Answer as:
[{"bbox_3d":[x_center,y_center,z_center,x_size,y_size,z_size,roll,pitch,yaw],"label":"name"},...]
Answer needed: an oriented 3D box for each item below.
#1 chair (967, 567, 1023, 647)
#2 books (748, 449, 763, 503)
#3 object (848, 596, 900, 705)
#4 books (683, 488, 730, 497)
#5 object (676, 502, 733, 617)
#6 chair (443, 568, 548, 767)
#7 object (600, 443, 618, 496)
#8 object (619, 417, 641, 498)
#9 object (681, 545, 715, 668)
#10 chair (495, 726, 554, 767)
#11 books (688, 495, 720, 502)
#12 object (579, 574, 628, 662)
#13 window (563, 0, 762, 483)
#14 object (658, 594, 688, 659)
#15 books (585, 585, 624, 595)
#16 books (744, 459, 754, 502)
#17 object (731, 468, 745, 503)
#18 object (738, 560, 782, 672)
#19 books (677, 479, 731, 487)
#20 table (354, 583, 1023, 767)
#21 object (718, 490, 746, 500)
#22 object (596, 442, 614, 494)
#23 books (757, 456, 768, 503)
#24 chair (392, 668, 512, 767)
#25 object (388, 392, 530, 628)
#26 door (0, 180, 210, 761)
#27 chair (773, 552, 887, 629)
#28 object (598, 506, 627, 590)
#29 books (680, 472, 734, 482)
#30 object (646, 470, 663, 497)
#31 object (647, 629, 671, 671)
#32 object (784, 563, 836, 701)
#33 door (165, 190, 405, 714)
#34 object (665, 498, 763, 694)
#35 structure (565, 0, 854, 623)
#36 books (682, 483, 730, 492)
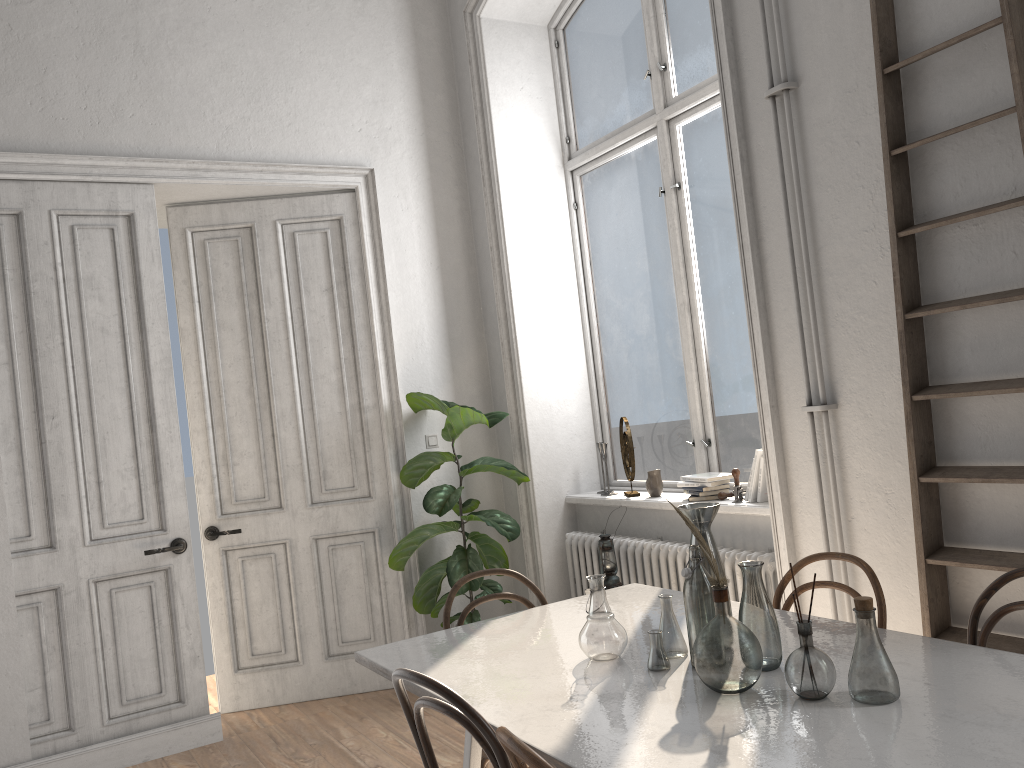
[{"bbox_3d":[1.200,0.946,2.138,0.549,0.920,0.438,-6,-1,-23],"label":"chair"},{"bbox_3d":[1.136,0.399,3.945,0.174,0.235,0.100,-6,-1,-30],"label":"books"},{"bbox_3d":[0.757,0.559,1.880,0.101,0.211,0.101,-7,-1,9],"label":"object"},{"bbox_3d":[0.937,0.517,4.280,0.155,0.022,0.205,-6,-2,-10],"label":"books"},{"bbox_3d":[0.520,0.515,2.371,0.116,0.383,0.116,-6,-1,-19],"label":"object"},{"bbox_3d":[0.060,1.099,2.910,0.437,0.920,0.549,-6,-1,-22],"label":"chair"},{"bbox_3d":[0.524,0.472,4.918,0.095,0.289,0.095,-6,-1,-8],"label":"object"},{"bbox_3d":[0.628,0.387,4.765,0.087,0.425,0.347,-7,-1,2],"label":"object"},{"bbox_3d":[0.477,0.556,2.230,0.086,0.301,0.086,-5,-2,-44],"label":"object"},{"bbox_3d":[0.294,1.034,1.606,0.549,0.920,0.438,-6,-1,-19],"label":"chair"},{"bbox_3d":[0.940,0.540,4.286,0.147,0.023,0.221,-7,-2,19],"label":"books"},{"bbox_3d":[0.239,0.630,2.396,0.132,0.219,0.132,-5,-2,-41],"label":"object"},{"bbox_3d":[0.850,-0.909,4.536,0.013,2.842,1.623,-6,-1,-30],"label":"window"},{"bbox_3d":[0.416,0.640,2.348,0.083,0.158,0.083,-6,-2,-34],"label":"object"},{"bbox_3d":[0.450,0.962,4.105,0.221,0.027,0.147,-7,-2,2],"label":"books"},{"bbox_3d":[1.122,0.422,3.980,0.155,0.194,0.105,-6,-2,-31],"label":"books"},{"bbox_3d":[1.022,0.457,4.022,0.048,0.153,0.088,-7,-1,30],"label":"object"},{"bbox_3d":[0.599,0.564,2.167,0.098,0.255,0.100,-7,-2,37],"label":"object"},{"bbox_3d":[0.923,0.475,4.270,0.155,0.020,0.205,-5,-2,-40],"label":"books"},{"bbox_3d":[0.570,1.086,2.075,1.100,0.779,2.201,-6,-2,-30],"label":"table"},{"bbox_3d":[1.033,0.511,4.123,0.153,0.048,0.088,-7,-2,10],"label":"object"},{"bbox_3d":[0.516,0.477,5.048,0.095,0.289,0.095,-7,-1,1],"label":"object"},{"bbox_3d":[1.151,0.413,3.923,0.155,0.203,0.072,-6,-1,-30],"label":"books"},{"bbox_3d":[0.035,1.079,2.131,0.549,0.920,0.438,-6,-2,-35],"label":"chair"},{"bbox_3d":[0.788,0.537,2.460,0.791,1.842,5.830,-6,-2,-25],"label":"object"},{"bbox_3d":[-2.145,0.432,4.222,1.096,2.814,0.216,-6,-1,-29],"label":"door"},{"bbox_3d":[0.848,1.000,2.595,0.549,0.920,0.438,-6,-2,-32],"label":"chair"},{"bbox_3d":[0.457,0.757,4.114,0.163,0.383,0.154,-7,-1,34],"label":"object"},{"bbox_3d":[0.947,0.447,4.264,0.174,0.019,0.244,-6,-2,-20],"label":"books"},{"bbox_3d":[0.736,0.511,4.594,0.100,0.142,0.102,-7,-2,35],"label":"object"},{"bbox_3d":[0.368,0.674,2.248,0.058,0.094,0.058,-6,-1,-2],"label":"object"},{"bbox_3d":[0.638,0.539,1.930,0.106,0.283,0.107,-6,-2,-35],"label":"object"},{"bbox_3d":[-1.226,0.348,4.947,1.097,2.814,0.216,-6,-1,-5],"label":"door"},{"bbox_3d":[0.478,0.478,2.038,0.157,0.446,0.157,-6,-1,-12],"label":"object"},{"bbox_3d":[1.403,-0.846,2.782,0.340,4.473,5.185,-6,-2,-30],"label":"structure"},{"bbox_3d":[0.935,0.495,4.277,0.147,0.023,0.221,-6,-2,-14],"label":"books"}]
